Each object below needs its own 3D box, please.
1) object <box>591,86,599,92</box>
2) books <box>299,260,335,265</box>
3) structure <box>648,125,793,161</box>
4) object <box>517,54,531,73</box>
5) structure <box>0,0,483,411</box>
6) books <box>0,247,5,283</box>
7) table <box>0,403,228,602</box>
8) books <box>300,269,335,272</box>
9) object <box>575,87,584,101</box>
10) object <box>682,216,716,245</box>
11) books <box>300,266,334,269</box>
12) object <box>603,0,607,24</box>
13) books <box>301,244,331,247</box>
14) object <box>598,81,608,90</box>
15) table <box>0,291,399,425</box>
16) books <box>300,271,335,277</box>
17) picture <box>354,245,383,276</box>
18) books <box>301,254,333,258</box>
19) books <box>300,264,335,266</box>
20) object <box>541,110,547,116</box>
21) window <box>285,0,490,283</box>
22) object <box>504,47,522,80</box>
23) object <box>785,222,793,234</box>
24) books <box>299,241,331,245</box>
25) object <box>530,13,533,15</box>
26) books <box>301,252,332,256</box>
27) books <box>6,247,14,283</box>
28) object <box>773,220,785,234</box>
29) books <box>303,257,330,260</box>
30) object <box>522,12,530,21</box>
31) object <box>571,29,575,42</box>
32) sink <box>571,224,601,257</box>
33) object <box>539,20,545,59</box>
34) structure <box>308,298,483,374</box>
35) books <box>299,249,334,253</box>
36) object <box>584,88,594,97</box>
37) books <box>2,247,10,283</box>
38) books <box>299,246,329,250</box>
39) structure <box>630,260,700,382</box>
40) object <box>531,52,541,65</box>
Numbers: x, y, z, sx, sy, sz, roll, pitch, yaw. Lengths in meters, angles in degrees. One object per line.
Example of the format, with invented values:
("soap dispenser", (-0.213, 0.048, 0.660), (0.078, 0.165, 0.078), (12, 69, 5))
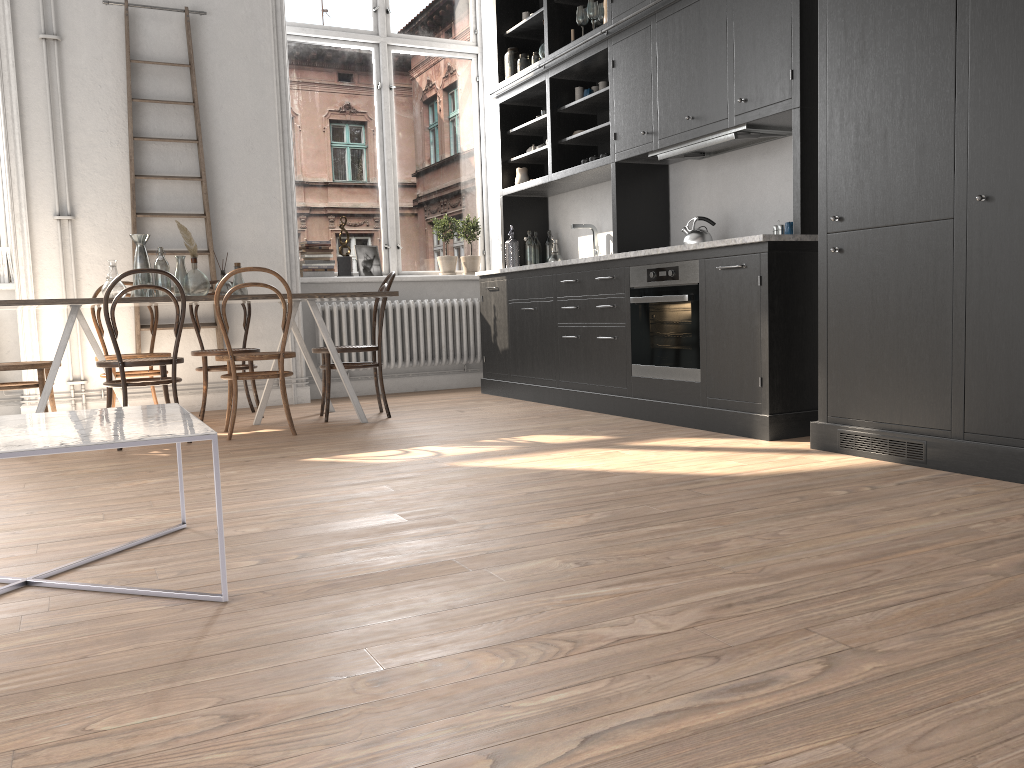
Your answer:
("object", (0.571, -1.983, 6.132), (0.082, 0.135, 0.059), (-2, 5, 2))
("books", (-1.549, -0.958, 7.008), (0.245, 0.028, 0.193), (-5, 6, -31))
("structure", (1.150, -1.341, 4.894), (0.379, 0.123, 0.843), (-4, 5, -26))
("object", (0.096, -2.376, 6.625), (0.114, 0.155, 0.114), (-4, 6, -23))
("structure", (-2.545, -2.024, 6.171), (5.180, 4.477, 0.340), (-4, 6, -26))
("books", (-3.499, -0.808, 6.084), (0.024, 0.243, 0.175), (-5, 6, -26))
("table", (-1.226, 0.308, 2.212), (0.849, 0.392, 0.849), (-4, 5, -26))
("books", (-1.547, -0.893, 6.995), (0.249, 0.023, 0.175), (-5, 6, -30))
("object", (0.472, -1.980, 6.144), (0.059, 0.135, 0.082), (1, 6, 32))
("object", (1.063, -0.865, 5.072), (0.171, 0.186, 0.171), (-3, 5, -15))
("books", (-1.548, -0.916, 6.993), (0.249, 0.023, 0.175), (-4, 5, -25))
("object", (0.608, -2.358, 5.535), (0.094, 0.267, 0.116), (-1, 5, 16))
("books", (-1.547, -1.091, 6.994), (0.205, 0.020, 0.155), (-4, 5, -26))
("object", (0.627, -1.974, 6.005), (0.059, 0.135, 0.082), (-7, 7, -43))
("table", (-1.881, -0.116, 5.255), (2.199, 0.780, 1.099), (-4, 5, -26))
("books", (-1.548, -0.861, 6.998), (0.248, 0.043, 0.192), (-4, 5, -26))
("picture", (-1.190, -0.996, 7.230), (0.221, 0.264, 0.149), (-7, 7, -42))
("books", (-1.544, -1.007, 7.008), (0.222, 0.024, 0.158), (-4, 5, -26))
("books", (-1.546, -0.937, 7.009), (0.255, 0.014, 0.192), (-4, 5, -23))
("object", (0.245, -1.970, 6.514), (0.064, 0.069, 0.064), (0, 5, 21))
("window", (3.102, -7.285, 12.381), (14.381, 15.948, 26.385), (-4, 5, -26))
("object", (0.014, -2.424, 6.740), (0.118, 0.238, 0.118), (-6, 7, -41))
("object", (1.430, -0.780, 4.540), (0.140, 0.094, 0.082), (-6, 6, -36))
("books", (-1.557, -1.113, 6.998), (0.200, 0.024, 0.159), (-5, 6, -36))
("object", (0.180, -2.732, 6.681), (0.096, 0.095, 0.096), (-1, 5, 8))
("books", (-1.545, -1.028, 6.999), (0.205, 0.022, 0.155), (-5, 6, -31))
("books", (-3.439, -0.810, 6.089), (0.040, 0.244, 0.174), (-5, 6, -26))
("object", (1.399, -0.799, 4.651), (0.040, 0.116, 0.080), (-4, 5, -21))
("books", (-1.543, -0.983, 7.003), (0.205, 0.022, 0.155), (-3, 5, -12))
("object", (0.110, -2.756, 6.764), (0.059, 0.135, 0.081), (-2, 5, 2))
("object", (0.416, -2.342, 6.054), (0.123, 0.161, 0.123), (-4, 5, -17))
("sink", (0.394, -0.878, 6.282), (0.514, 0.505, 0.526), (-4, 6, -26))
("object", (0.252, -2.450, 6.230), (0.134, 0.358, 0.134), (0, 5, 19))
("structure", (-0.866, -0.406, 7.207), (1.577, 0.553, 0.194), (-4, 6, -26))
("books", (-1.550, -1.048, 6.996), (0.243, 0.019, 0.174), (-4, 5, -26))
("object", (0.520, -1.952, 6.040), (0.082, 0.094, 0.140), (1, 6, 29))
("books", (-3.468, -0.808, 6.077), (0.024, 0.243, 0.175), (-5, 6, -26))
("books", (-1.559, -1.069, 6.990), (0.231, 0.023, 0.162), (-3, 5, -11))
("structure", (1.064, -0.357, 4.918), (0.618, 0.623, 0.621), (-4, 6, -26))
("object", (0.190, -2.370, 6.558), (0.096, 0.150, 0.096), (-6, 6, -38))
